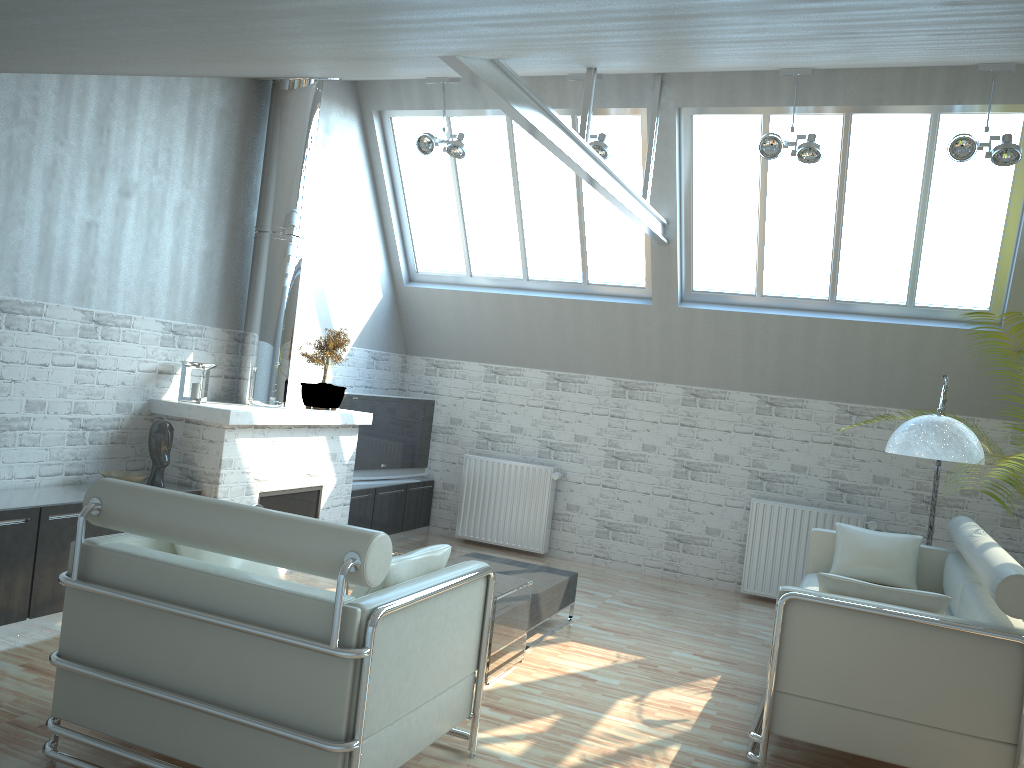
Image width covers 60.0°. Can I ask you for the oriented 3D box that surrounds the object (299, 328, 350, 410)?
[{"bbox_3d":[-2.829,-0.259,13.156,0.572,1.265,1.115,7,0,26],"label":"object"}]

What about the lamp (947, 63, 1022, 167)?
[{"bbox_3d":[5.642,-3.225,10.492,0.808,1.172,0.619,7,0,26],"label":"lamp"}]

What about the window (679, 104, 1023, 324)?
[{"bbox_3d":[4.790,-2.529,12.951,4.651,2.787,1.897,7,0,22],"label":"window"}]

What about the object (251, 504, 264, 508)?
[{"bbox_3d":[-3.285,2.064,11.135,0.412,1.124,0.584,7,0,22],"label":"object"}]

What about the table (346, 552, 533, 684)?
[{"bbox_3d":[-0.801,2.467,9.565,1.726,0.867,1.015,7,0,22],"label":"table"}]

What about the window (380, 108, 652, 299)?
[{"bbox_3d":[0.116,-3.078,14.866,4.651,2.787,1.897,7,0,22],"label":"window"}]

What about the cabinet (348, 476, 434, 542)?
[{"bbox_3d":[-2.538,2.196,15.434,0.908,1.016,3.234,7,0,22],"label":"cabinet"}]

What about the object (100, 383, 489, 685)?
[{"bbox_3d":[-2.267,1.466,9.862,4.859,2.558,1.528,7,0,21],"label":"object"}]

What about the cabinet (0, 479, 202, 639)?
[{"bbox_3d":[-5.142,1.783,8.927,0.914,1.270,4.572,7,0,22],"label":"cabinet"}]

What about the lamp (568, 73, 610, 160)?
[{"bbox_3d":[0.992,-3.771,12.398,0.808,1.172,0.619,7,0,26],"label":"lamp"}]

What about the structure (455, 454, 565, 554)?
[{"bbox_3d":[-0.037,2.148,15.974,1.892,1.524,0.508,7,0,22],"label":"structure"}]

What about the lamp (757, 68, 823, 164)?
[{"bbox_3d":[3.592,-3.466,11.333,0.808,1.172,0.618,7,0,26],"label":"lamp"}]

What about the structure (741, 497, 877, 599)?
[{"bbox_3d":[4.688,2.703,14.038,1.892,1.524,0.508,7,0,22],"label":"structure"}]

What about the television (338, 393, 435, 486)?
[{"bbox_3d":[-2.299,0.949,15.489,0.592,1.514,2.577,7,0,32],"label":"television"}]

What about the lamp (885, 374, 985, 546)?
[{"bbox_3d":[5.474,1.775,11.527,1.015,3.709,4.621,7,0,28],"label":"lamp"}]

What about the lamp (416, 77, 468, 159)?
[{"bbox_3d":[-1.042,-4.010,13.231,0.808,1.172,0.619,7,0,26],"label":"lamp"}]

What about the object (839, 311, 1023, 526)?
[{"bbox_3d":[6.004,1.507,10.622,3.777,4.386,5.015,7,0,-3],"label":"object"}]

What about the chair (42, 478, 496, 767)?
[{"bbox_3d":[-1.690,1.823,6.693,2.507,2.001,2.201,7,0,22],"label":"chair"}]

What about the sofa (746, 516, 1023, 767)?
[{"bbox_3d":[3.983,2.477,9.328,2.199,1.999,4.866,7,0,22],"label":"sofa"}]

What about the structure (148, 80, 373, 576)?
[{"bbox_3d":[-3.218,-0.975,12.436,1.309,7.180,3.302,7,0,22],"label":"structure"}]
